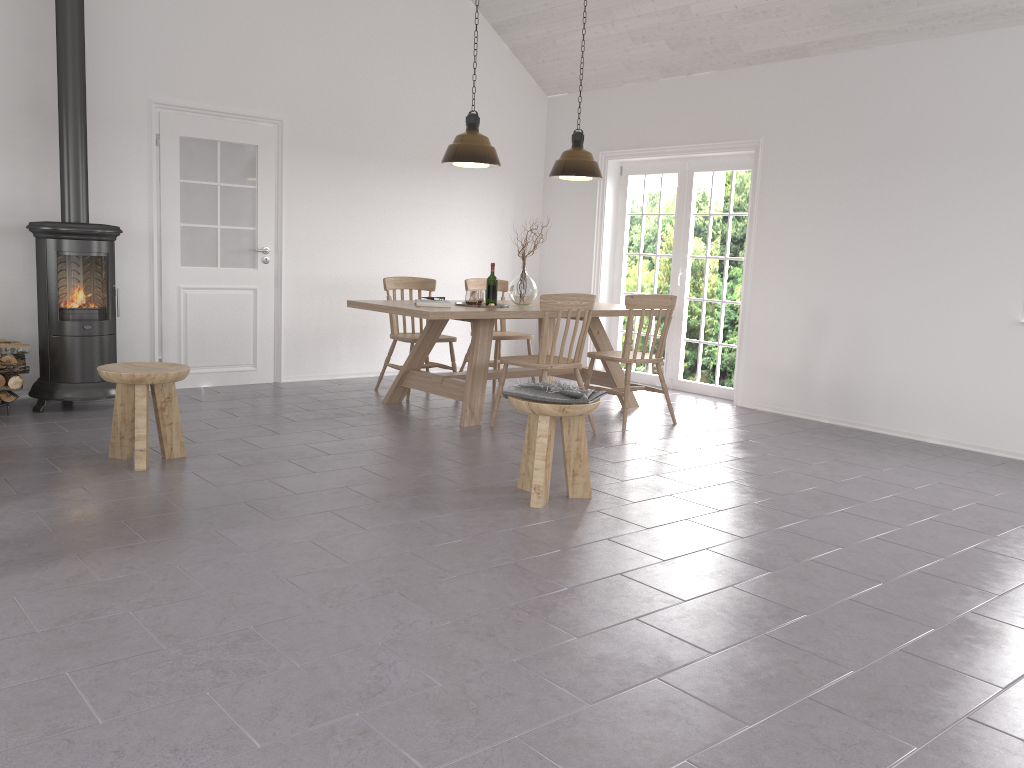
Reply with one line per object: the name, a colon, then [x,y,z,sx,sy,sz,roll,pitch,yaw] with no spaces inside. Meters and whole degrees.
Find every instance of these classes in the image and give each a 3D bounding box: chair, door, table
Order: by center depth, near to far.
chair: [0.185,0.296,4.146,0.431,0.479,0.431,-1,9,-24]
chair: [-1.846,0.153,4.463,0.431,0.479,0.431,-5,12,-43]
chair: [0.219,-0.145,5.684,0.506,0.902,0.519,-4,11,-40]
chair: [0.824,-0.192,6.193,0.506,0.902,0.519,-3,10,-35]
table: [0.032,-0.213,6.606,2.300,0.749,1.001,-4,11,-40]
door: [-2.225,-0.970,6.730,0.902,2.013,0.101,-4,11,-40]
chair: [-0.721,-0.371,6.908,0.506,0.902,0.519,-3,10,-35]
chair: [-0.116,-0.418,7.417,0.506,0.902,0.519,-4,11,-40]
door: [1.451,-0.935,7.736,0.115,2.024,1.571,-4,11,-40]

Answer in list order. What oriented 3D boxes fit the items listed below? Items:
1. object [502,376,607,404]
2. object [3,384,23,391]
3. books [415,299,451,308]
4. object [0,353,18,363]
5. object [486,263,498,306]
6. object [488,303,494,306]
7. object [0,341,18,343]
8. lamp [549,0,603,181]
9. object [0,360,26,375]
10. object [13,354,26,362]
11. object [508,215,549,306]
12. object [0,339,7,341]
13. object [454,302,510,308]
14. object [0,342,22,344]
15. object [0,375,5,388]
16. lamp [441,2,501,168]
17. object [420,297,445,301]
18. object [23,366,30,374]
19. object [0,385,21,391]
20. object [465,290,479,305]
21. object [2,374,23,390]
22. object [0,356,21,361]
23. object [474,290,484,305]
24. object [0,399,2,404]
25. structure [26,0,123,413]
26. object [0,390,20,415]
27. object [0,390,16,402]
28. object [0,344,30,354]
object: [0.191,0.038,4.175,0.462,0.120,0.348,6,9,19]
object: [-3.306,0.017,5.434,0.539,0.070,0.101,-4,11,-39]
books: [-0.541,-0.550,6.019,0.231,0.040,0.342,1,9,-9]
object: [-3.190,-0.194,5.544,0.098,0.088,0.466,-4,11,-39]
object: [-0.141,-0.706,6.291,0.081,0.303,0.081,5,9,16]
object: [-0.144,-0.551,6.195,0.024,0.024,0.046,7,10,29]
object: [-3.352,-0.238,5.481,0.541,0.070,0.101,-4,11,-39]
lamp: [0.525,-2.438,6.606,0.410,1.796,0.410,2,8,-6]
object: [-3.197,-0.101,5.322,0.480,0.104,0.126,-4,11,-38]
object: [-3.341,-0.160,5.501,0.562,0.057,0.097,-5,11,-41]
object: [0.128,-0.906,6.483,0.291,0.666,0.313,5,9,12]
object: [-3.413,-0.248,5.540,0.467,0.063,0.095,-4,11,-40]
object: [-0.213,-0.560,6.275,0.394,0.014,0.394,3,8,3]
object: [-3.292,-0.226,5.397,0.562,0.074,0.095,-4,11,-39]
object: [-3.275,-0.048,5.518,0.102,0.102,0.561,-5,11,-41]
lamp: [-0.224,-2.727,5.911,0.410,2.502,0.410,-3,10,-35]
object: [-0.536,-0.580,6.016,0.135,0.030,0.141,8,10,34]
object: [-3.260,-0.082,5.401,0.562,0.063,0.095,-4,11,-39]
object: [-3.245,0.025,5.376,0.468,0.069,0.095,-4,11,-40]
object: [-0.279,-0.600,6.201,0.095,0.106,0.095,1,9,-12]
object: [-3.190,-0.064,5.594,0.118,0.142,0.520,-4,11,-37]
object: [-3.297,-0.120,5.400,0.538,0.082,0.099,-5,11,-41]
object: [-0.248,-0.623,6.369,0.095,0.106,0.095,1,9,-12]
object: [-3.282,0.081,5.561,0.096,0.067,0.467,-4,11,-40]
structure: [-2.780,-2.277,5.515,0.626,4.887,0.643,7,9,25]
object: [-3.359,0.110,5.504,0.456,0.118,0.478,-4,11,-40]
object: [-3.216,0.055,5.573,0.096,0.060,0.467,-4,11,-40]
object: [-3.218,-0.211,5.321,0.571,0.079,0.115,-4,11,-39]
